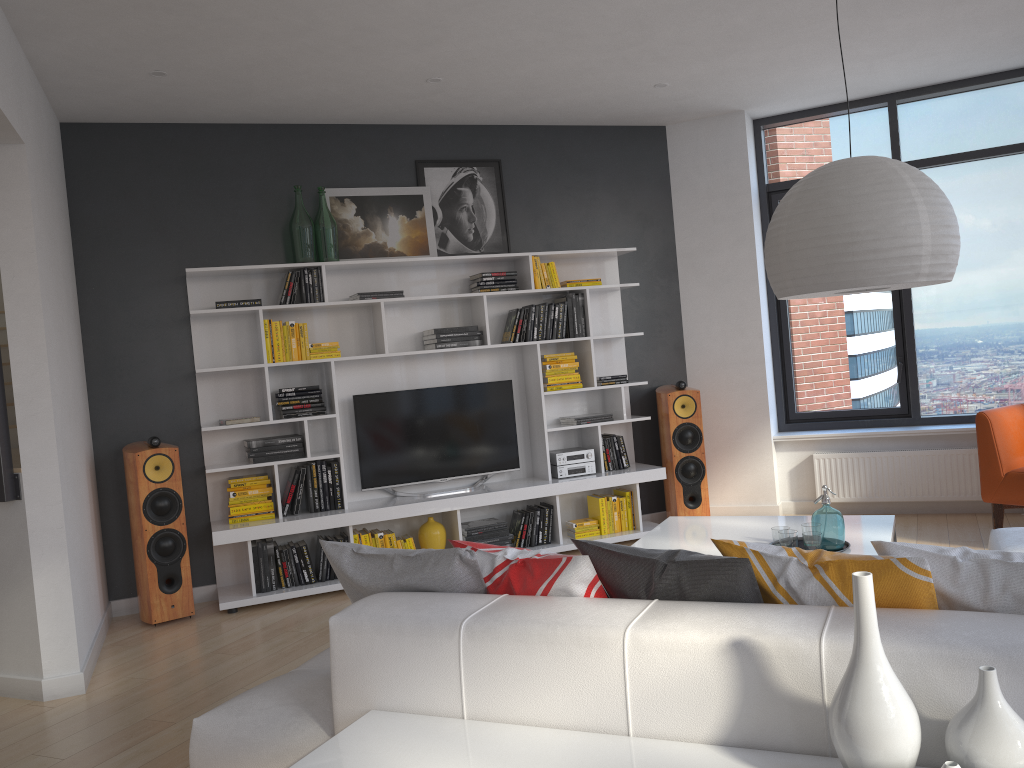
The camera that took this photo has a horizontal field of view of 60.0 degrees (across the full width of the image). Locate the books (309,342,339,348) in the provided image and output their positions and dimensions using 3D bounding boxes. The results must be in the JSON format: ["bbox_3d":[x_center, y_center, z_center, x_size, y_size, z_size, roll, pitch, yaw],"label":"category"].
[{"bbox_3d":[-1.211,-0.246,5.663,0.186,0.026,0.138,-6,2,-20],"label":"books"}]

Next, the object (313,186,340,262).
[{"bbox_3d":[-1.203,-1.016,5.705,0.157,0.507,0.157,-5,2,-6],"label":"object"}]

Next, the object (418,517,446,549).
[{"bbox_3d":[-0.520,0.997,5.784,0.185,0.257,0.185,-7,2,-42],"label":"object"}]

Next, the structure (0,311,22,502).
[{"bbox_3d":[-3.613,-0.686,6.051,4.190,4.339,2.823,-4,2,25],"label":"structure"}]

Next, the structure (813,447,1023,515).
[{"bbox_3d":[2.892,0.685,6.195,1.474,0.460,0.110,-4,2,25],"label":"structure"}]

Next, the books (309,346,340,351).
[{"bbox_3d":[-1.202,-0.227,5.653,0.187,0.014,0.134,-6,2,-20],"label":"books"}]

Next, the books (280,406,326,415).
[{"bbox_3d":[-1.324,0.167,5.604,0.270,0.025,0.189,-6,2,-21],"label":"books"}]

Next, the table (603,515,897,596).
[{"bbox_3d":[1.110,0.909,3.944,1.091,0.435,1.091,-4,2,25],"label":"table"}]

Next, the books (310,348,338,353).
[{"bbox_3d":[-1.201,-0.211,5.637,0.169,0.018,0.113,-6,2,-19],"label":"books"}]

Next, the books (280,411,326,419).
[{"bbox_3d":[-1.322,0.193,5.603,0.263,0.026,0.189,-6,2,-21],"label":"books"}]

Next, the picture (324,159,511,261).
[{"bbox_3d":[-0.637,-1.172,6.019,1.279,0.707,0.076,-6,2,-20],"label":"picture"}]

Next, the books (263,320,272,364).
[{"bbox_3d":[-1.534,-0.260,5.534,0.029,0.270,0.204,-6,2,-20],"label":"books"}]

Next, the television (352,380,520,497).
[{"bbox_3d":[-0.490,0.372,5.960,1.102,0.704,0.207,-6,2,-20],"label":"television"}]

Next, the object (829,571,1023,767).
[{"bbox_3d":[0.723,0.536,1.568,0.319,0.398,0.316,-6,2,-41],"label":"object"}]

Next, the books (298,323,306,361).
[{"bbox_3d":[-1.337,-0.262,5.616,0.024,0.234,0.172,-6,2,-20],"label":"books"}]

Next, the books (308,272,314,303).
[{"bbox_3d":[-1.283,-0.601,5.627,0.021,0.200,0.147,-6,2,-20],"label":"books"}]

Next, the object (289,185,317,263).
[{"bbox_3d":[-1.329,-1.002,5.598,0.157,0.507,0.157,-5,2,-6],"label":"object"}]

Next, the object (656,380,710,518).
[{"bbox_3d":[1.231,0.513,6.472,0.290,1.088,0.434,-5,2,-5],"label":"object"}]

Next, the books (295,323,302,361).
[{"bbox_3d":[-1.361,-0.262,5.611,0.023,0.239,0.169,-6,2,-20],"label":"books"}]

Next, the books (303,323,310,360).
[{"bbox_3d":[-1.314,-0.264,5.628,0.024,0.234,0.172,-6,2,-20],"label":"books"}]

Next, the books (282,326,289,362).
[{"bbox_3d":[-1.427,-0.248,5.568,0.024,0.229,0.156,-6,2,-20],"label":"books"}]

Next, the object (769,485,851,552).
[{"bbox_3d":[1.225,0.554,3.695,0.330,0.265,0.330,-6,2,-41],"label":"object"}]

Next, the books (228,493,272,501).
[{"bbox_3d":[-1.635,0.695,5.533,0.251,0.019,0.180,-6,2,-20],"label":"books"}]

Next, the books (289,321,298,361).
[{"bbox_3d":[-1.388,-0.265,5.599,0.035,0.250,0.185,-6,2,-20],"label":"books"}]

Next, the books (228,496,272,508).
[{"bbox_3d":[-1.635,0.735,5.535,0.263,0.015,0.198,-6,2,-17],"label":"books"}]

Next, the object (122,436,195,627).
[{"bbox_3d":[-2.115,0.847,5.270,0.290,1.088,0.434,-6,2,-35],"label":"object"}]

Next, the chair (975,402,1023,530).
[{"bbox_3d":[3.319,0.476,5.064,0.843,0.858,0.896,-6,2,-33],"label":"chair"}]

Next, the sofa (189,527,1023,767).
[{"bbox_3d":[1.151,0.794,2.962,3.424,0.732,2.614,-4,2,25],"label":"sofa"}]

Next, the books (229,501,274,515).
[{"bbox_3d":[-1.625,0.764,5.524,0.255,0.044,0.198,-6,2,-20],"label":"books"}]

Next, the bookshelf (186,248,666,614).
[{"bbox_3d":[-0.461,0.198,5.855,3.000,2.052,0.455,-6,2,-20],"label":"bookshelf"}]

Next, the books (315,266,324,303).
[{"bbox_3d":[-1.228,-0.622,5.641,0.019,0.230,0.174,-6,2,-20],"label":"books"}]

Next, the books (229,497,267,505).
[{"bbox_3d":[-1.639,0.717,5.512,0.228,0.024,0.152,-6,2,-16],"label":"books"}]

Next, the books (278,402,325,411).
[{"bbox_3d":[-1.339,0.140,5.618,0.266,0.030,0.209,-6,2,-21],"label":"books"}]

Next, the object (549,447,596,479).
[{"bbox_3d":[0.401,0.551,6.216,0.285,0.174,0.270,-6,2,-20],"label":"object"}]

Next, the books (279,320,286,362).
[{"bbox_3d":[-1.453,-0.263,5.581,0.015,0.263,0.199,-6,2,-20],"label":"books"}]

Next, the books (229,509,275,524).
[{"bbox_3d":[-1.613,0.825,5.513,0.270,0.029,0.204,-6,2,-15],"label":"books"}]

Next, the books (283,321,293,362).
[{"bbox_3d":[-1.414,-0.263,5.592,0.019,0.251,0.180,-6,2,-20],"label":"books"}]

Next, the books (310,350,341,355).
[{"bbox_3d":[-1.201,-0.198,5.658,0.196,0.011,0.148,-6,2,-20],"label":"books"}]

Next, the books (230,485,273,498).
[{"bbox_3d":[-1.627,0.667,5.534,0.250,0.035,0.185,-6,2,-17],"label":"books"}]

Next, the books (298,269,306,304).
[{"bbox_3d":[-1.329,-0.605,5.610,0.021,0.221,0.156,-6,2,-20],"label":"books"}]

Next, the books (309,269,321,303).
[{"bbox_3d":[-1.256,-0.612,5.638,0.038,0.218,0.169,-6,2,-20],"label":"books"}]

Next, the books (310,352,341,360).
[{"bbox_3d":[-1.198,-0.175,5.654,0.190,0.033,0.147,-6,2,-20],"label":"books"}]

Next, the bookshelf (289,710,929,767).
[{"bbox_3d":[0.769,0.984,1.513,2.600,0.500,0.356,-4,2,25],"label":"bookshelf"}]

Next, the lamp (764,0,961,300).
[{"bbox_3d":[1.842,-0.199,1.820,0.710,2.647,3.199,-6,2,-29],"label":"lamp"}]

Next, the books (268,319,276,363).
[{"bbox_3d":[-1.512,-0.262,5.552,0.025,0.270,0.213,-6,2,-20],"label":"books"}]

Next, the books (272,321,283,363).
[{"bbox_3d":[-1.480,-0.258,5.568,0.044,0.255,0.198,-6,2,-20],"label":"books"}]
